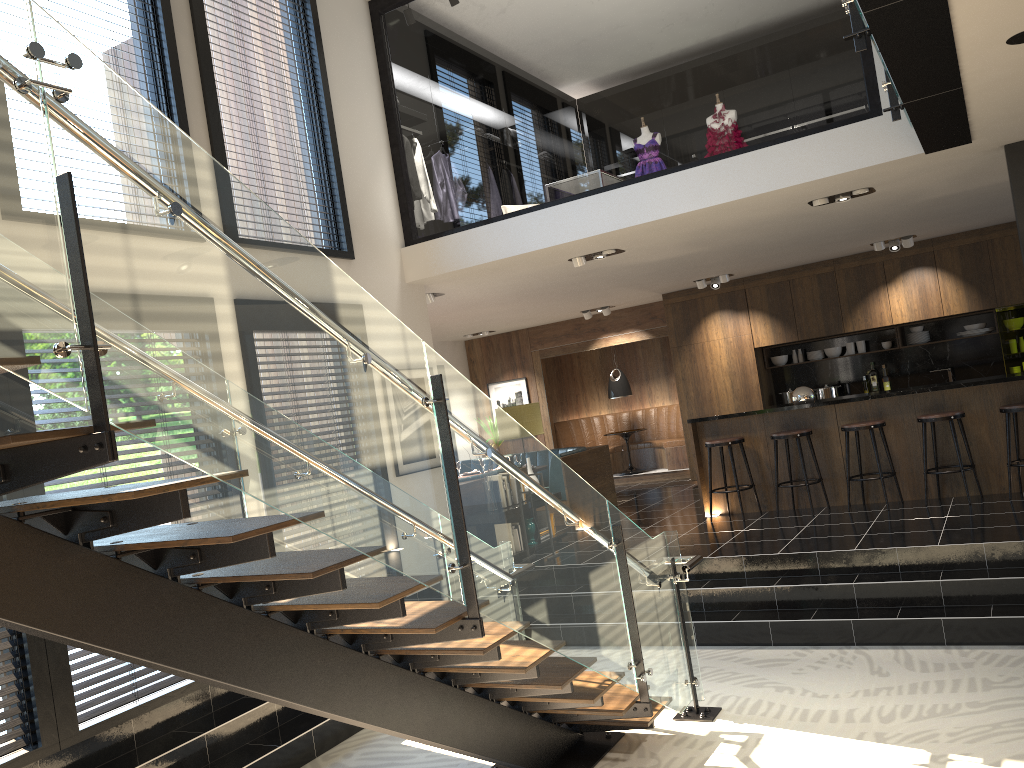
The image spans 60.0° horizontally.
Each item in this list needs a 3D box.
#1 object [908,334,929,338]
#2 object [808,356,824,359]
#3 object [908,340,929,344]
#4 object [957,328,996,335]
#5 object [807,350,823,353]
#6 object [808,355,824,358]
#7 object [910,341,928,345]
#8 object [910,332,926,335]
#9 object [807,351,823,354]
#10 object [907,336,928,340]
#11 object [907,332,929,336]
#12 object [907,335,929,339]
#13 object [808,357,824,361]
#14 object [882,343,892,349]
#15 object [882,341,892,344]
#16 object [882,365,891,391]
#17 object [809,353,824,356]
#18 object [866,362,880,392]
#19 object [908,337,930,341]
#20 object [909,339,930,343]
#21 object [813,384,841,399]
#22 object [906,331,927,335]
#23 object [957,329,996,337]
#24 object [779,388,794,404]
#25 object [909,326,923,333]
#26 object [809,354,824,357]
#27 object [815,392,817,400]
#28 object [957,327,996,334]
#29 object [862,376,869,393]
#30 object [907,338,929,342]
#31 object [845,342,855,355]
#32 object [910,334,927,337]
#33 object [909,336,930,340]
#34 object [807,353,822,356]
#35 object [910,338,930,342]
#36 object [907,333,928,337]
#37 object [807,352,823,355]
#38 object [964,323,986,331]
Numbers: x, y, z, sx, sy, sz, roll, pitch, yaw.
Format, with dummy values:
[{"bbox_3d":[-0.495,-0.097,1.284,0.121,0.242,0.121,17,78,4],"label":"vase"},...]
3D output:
[{"bbox_3d":[5.251,-0.609,11.465,0.269,0.024,0.269,-8,-2,-23],"label":"object"},{"bbox_3d":[4.123,-0.347,12.020,0.221,0.033,0.220,-10,-2,26],"label":"object"},{"bbox_3d":[5.262,-0.535,11.464,0.269,0.024,0.269,-8,-2,-23],"label":"object"},{"bbox_3d":[5.801,-0.640,11.079,0.437,0.039,0.438,-8,-2,-25],"label":"object"},{"bbox_3d":[4.111,-0.427,12.021,0.221,0.033,0.220,-10,-2,26],"label":"object"},{"bbox_3d":[4.121,-0.359,12.020,0.221,0.033,0.220,-10,-2,26],"label":"object"},{"bbox_3d":[5.263,-0.527,11.464,0.269,0.024,0.269,-8,-2,-23],"label":"object"},{"bbox_3d":[5.245,-0.643,11.466,0.269,0.024,0.269,-8,-2,-23],"label":"object"},{"bbox_3d":[4.112,-0.415,12.021,0.221,0.033,0.220,-10,-2,26],"label":"object"},{"bbox_3d":[5.254,-0.589,11.465,0.269,0.024,0.269,-8,-2,-23],"label":"object"},{"bbox_3d":[5.247,-0.636,11.465,0.269,0.024,0.269,-8,-2,-23],"label":"object"},{"bbox_3d":[5.252,-0.598,11.465,0.269,0.024,0.269,-8,-2,-23],"label":"object"},{"bbox_3d":[4.125,-0.335,12.019,0.221,0.033,0.220,-10,-2,26],"label":"object"},{"bbox_3d":[4.903,-0.491,11.586,0.122,0.072,0.122,-8,-2,-35],"label":"object"},{"bbox_3d":[4.899,-0.515,11.586,0.122,0.072,0.122,-8,-2,-35],"label":"object"},{"bbox_3d":[4.933,-0.059,11.703,0.077,0.395,0.077,-8,-1,-19],"label":"object"},{"bbox_3d":[4.117,-0.382,12.020,0.221,0.033,0.220,-10,-2,26],"label":"object"},{"bbox_3d":[4.789,-0.063,11.775,0.133,0.451,0.116,-9,-1,29],"label":"object"},{"bbox_3d":[5.257,-0.571,11.464,0.269,0.024,0.269,-8,-2,-23],"label":"object"},{"bbox_3d":[5.261,-0.543,11.464,0.269,0.024,0.269,-8,-2,-23],"label":"object"},{"bbox_3d":[4.150,0.112,11.669,0.300,0.218,0.279,-8,-2,-28],"label":"object"},{"bbox_3d":[5.244,-0.652,11.466,0.269,0.024,0.269,-8,-2,-23],"label":"object"},{"bbox_3d":[5.803,-0.627,11.079,0.437,0.039,0.438,-8,-2,-25],"label":"object"},{"bbox_3d":[3.807,0.168,12.100,0.255,0.218,0.236,-8,-1,-13],"label":"object"},{"bbox_3d":[5.235,-0.695,11.467,0.168,0.087,0.168,-7,-2,-41],"label":"object"},{"bbox_3d":[4.119,-0.370,12.020,0.221,0.033,0.220,-10,-2,26],"label":"object"},{"bbox_3d":[3.989,0.173,11.895,0.210,0.143,0.195,-8,-1,-13],"label":"object"},{"bbox_3d":[5.799,-0.654,11.079,0.437,0.039,0.438,-8,-2,-25],"label":"object"},{"bbox_3d":[4.713,0.033,11.819,0.058,0.287,0.057,-10,-1,42],"label":"object"},{"bbox_3d":[5.258,-0.562,11.464,0.269,0.024,0.269,-8,-2,-23],"label":"object"},{"bbox_3d":[4.501,-0.468,11.784,0.109,0.161,0.109,-9,-1,12],"label":"object"},{"bbox_3d":[5.250,-0.616,11.465,0.269,0.024,0.269,-8,-2,-23],"label":"object"},{"bbox_3d":[5.255,-0.582,11.465,0.269,0.024,0.269,-8,-2,-23],"label":"object"},{"bbox_3d":[4.116,-0.393,12.020,0.221,0.033,0.220,-10,-2,26],"label":"object"},{"bbox_3d":[5.259,-0.554,11.464,0.269,0.024,0.269,-8,-2,-23],"label":"object"},{"bbox_3d":[5.248,-0.625,11.465,0.269,0.024,0.269,-8,-2,-23],"label":"object"},{"bbox_3d":[4.114,-0.402,12.020,0.221,0.033,0.220,-10,-2,26],"label":"object"},{"bbox_3d":[5.791,-0.701,11.083,0.253,0.088,0.254,-8,-2,-35],"label":"object"}]
